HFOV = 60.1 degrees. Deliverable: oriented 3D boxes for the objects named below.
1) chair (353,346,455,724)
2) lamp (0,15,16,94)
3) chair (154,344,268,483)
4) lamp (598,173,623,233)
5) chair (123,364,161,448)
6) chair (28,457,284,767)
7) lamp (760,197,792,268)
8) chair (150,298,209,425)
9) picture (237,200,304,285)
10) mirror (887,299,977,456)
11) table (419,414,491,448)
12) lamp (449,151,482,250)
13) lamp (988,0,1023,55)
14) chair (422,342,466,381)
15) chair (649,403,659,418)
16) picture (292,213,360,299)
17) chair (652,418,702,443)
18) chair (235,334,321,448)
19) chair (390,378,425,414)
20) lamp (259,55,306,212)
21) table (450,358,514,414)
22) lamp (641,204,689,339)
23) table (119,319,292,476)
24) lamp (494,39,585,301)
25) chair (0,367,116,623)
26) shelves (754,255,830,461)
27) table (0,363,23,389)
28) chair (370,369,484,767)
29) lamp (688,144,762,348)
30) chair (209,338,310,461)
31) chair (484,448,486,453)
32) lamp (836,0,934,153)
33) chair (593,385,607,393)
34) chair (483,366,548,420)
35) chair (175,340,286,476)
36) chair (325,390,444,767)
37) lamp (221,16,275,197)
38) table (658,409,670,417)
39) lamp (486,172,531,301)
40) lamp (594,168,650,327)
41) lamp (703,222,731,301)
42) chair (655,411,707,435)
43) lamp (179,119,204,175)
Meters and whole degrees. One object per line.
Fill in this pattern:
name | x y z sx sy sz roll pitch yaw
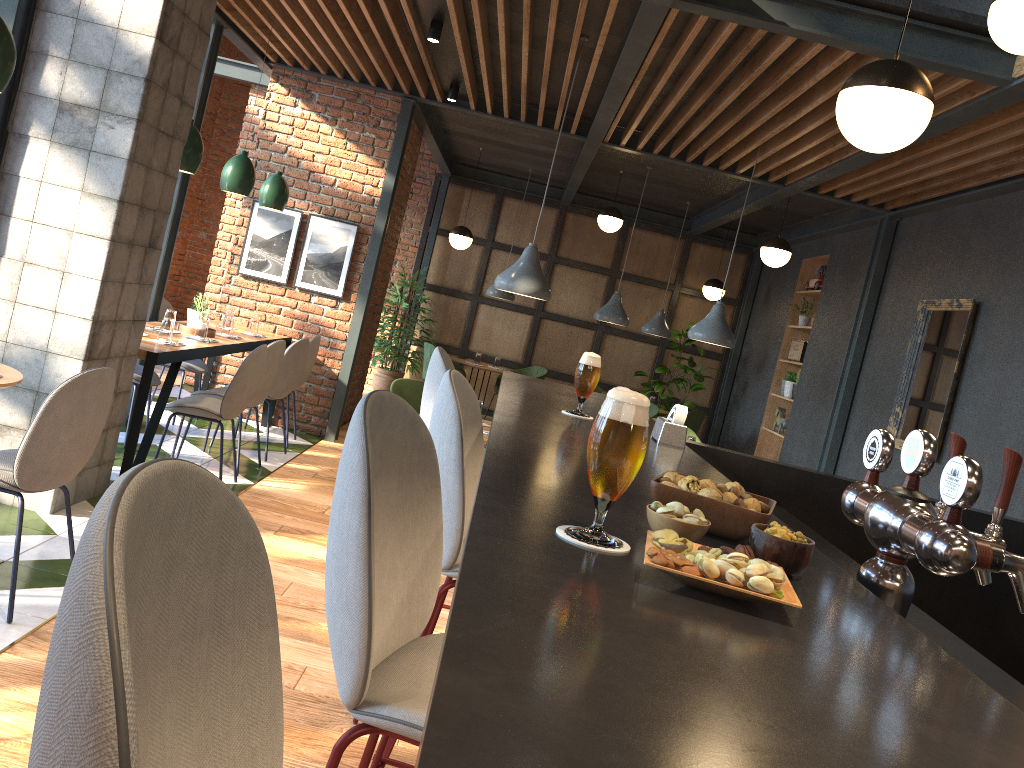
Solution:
chair | -0.166 0.528 3.049 0.507 1.241 0.419 13 2 0
lamp | -1.671 -2.038 3.097 0.224 2.018 0.224 14 2 3
chair | -1.780 0.145 5.194 0.507 0.886 0.419 13 2 -4
lamp | 1.442 -3.432 9.226 0.267 3.788 0.270 13 2 -21
chair | -2.551 -0.089 5.772 0.507 0.886 0.419 13 2 -4
chair | -0.181 0.713 0.677 0.507 1.241 0.419 13 2 -4
lamp | 2.749 -2.877 7.794 0.267 3.788 0.270 12 2 -29
chair | -2.587 -0.183 6.793 0.508 0.886 0.418 14 2 6
picture | -2.018 -1.180 7.388 0.430 0.630 0.015 13 2 0
mirror | 2.889 -0.050 6.129 0.061 1.084 0.770 13 3 -1
table | -0.242 0.603 5.347 0.812 0.686 0.805 16 4 30
lamp | -0.164 -3.353 9.898 0.270 3.788 0.267 15 3 43
lamp | 2.225 -2.999 3.035 0.268 3.788 0.268 14 2 5
chair | -0.843 -0.035 10.436 0.513 0.817 0.642 12 3 -26
chair | 1.121 0.545 9.131 0.512 0.817 0.643 11 4 -40
picture | -1.551 -1.068 7.390 0.430 0.630 0.015 13 2 0
chair | 1.211 0.730 7.185 0.638 0.817 0.516 13 3 0
chair | -1.830 -0.009 6.887 0.507 0.886 0.419 13 2 -4
chair | -0.565 0.422 5.780 0.635 0.817 0.518 11 3 -35
lamp | -1.652 -2.352 6.900 0.224 2.018 0.224 14 2 3
table | -0.428 0.113 10.660 0.812 0.686 0.804 16 5 39
lamp | 2.185 -2.741 10.170 0.355 4.483 0.351 15 2 35
table | -2.256 0.021 6.050 0.658 0.764 2.779 13 4 -1
lamp | 0.579 -2.713 5.237 0.355 4.483 0.351 15 2 35
chair | -1.780 0.314 3.176 0.508 0.886 0.418 14 2 6
shelves | 3.007 0.016 9.325 0.284 2.702 0.837 13 2 -1
table | -2.227 0.278 3.181 0.701 0.746 0.699 14 3 10
chair | -0.068 0.621 2.222 0.508 1.241 0.418 14 2 5
lamp | 1.988 -2.478 6.470 0.355 4.483 0.351 15 2 35
chair | -1.793 0.045 6.341 0.508 0.886 0.418 14 2 6
chair | 0.063 0.654 4.815 0.636 0.817 0.518 12 3 -30
lamp | 1.512 -2.531 2.564 0.268 3.788 0.268 14 2 1
chair | 0.993 0.394 10.568 0.518 0.817 0.636 15 3 31
chair | 0.060 0.143 10.894 0.513 0.817 0.642 12 3 -26
chair | -1.818 0.088 5.767 0.508 0.886 0.418 14 2 6
chair | -0.140 0.669 1.440 0.509 1.241 0.418 14 2 11
lamp | -1.656 -2.278 6.009 0.224 2.018 0.224 14 2 3
table | 1.368 0.575 10.288 0.807 0.686 0.809 13 4 0
lamp | 0.378 -3.204 10.522 0.355 4.483 0.351 15 2 35
lamp | 1.495 -2.780 8.655 0.355 4.483 0.351 15 2 35
lamp | 2.847 -2.847 10.627 0.270 3.788 0.267 15 3 43
chair | 1.806 0.639 9.972 0.518 0.817 0.636 16 4 36
lamp | -1.661 -2.195 4.997 0.224 2.018 0.224 14 2 3
